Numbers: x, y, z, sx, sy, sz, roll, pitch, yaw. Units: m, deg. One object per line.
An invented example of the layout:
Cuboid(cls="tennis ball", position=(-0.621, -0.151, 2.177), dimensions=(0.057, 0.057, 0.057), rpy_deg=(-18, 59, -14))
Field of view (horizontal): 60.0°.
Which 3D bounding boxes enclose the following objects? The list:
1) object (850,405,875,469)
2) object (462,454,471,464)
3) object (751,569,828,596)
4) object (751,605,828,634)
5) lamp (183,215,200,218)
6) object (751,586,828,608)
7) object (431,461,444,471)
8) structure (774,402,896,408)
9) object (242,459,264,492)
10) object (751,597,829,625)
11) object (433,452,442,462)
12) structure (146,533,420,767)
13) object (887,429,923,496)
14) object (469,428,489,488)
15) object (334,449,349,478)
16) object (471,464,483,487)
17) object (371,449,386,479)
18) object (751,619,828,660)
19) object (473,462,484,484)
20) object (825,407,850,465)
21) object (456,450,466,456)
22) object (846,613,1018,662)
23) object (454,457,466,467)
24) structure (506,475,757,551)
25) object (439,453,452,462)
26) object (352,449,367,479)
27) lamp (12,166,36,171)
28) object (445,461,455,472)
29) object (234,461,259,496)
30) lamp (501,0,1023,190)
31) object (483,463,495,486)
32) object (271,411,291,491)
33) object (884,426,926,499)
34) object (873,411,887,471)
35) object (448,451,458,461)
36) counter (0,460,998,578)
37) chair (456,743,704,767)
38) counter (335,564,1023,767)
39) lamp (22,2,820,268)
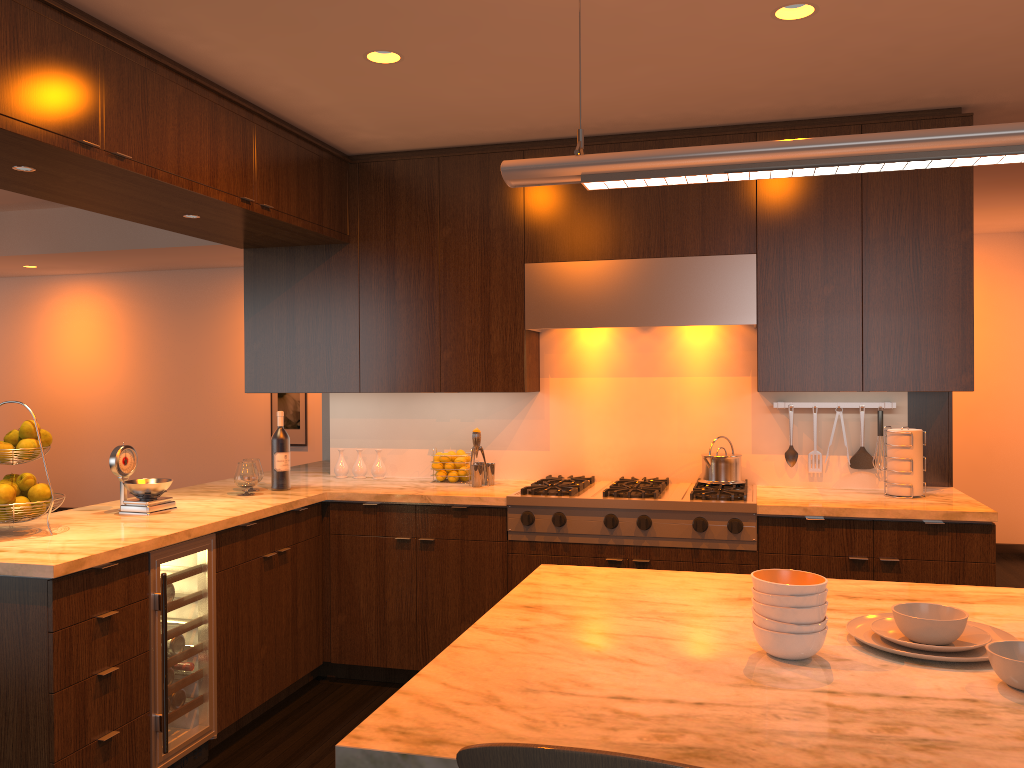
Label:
Cuboid(cls="object", position=(1.633, 0.249, 4.138), dimensions=(0.112, 0.303, 0.036), rpy_deg=(0, 0, 15))
Cuboid(cls="object", position=(-0.237, 0.384, 4.549), dimensions=(0.051, 0.053, 0.063), rpy_deg=(-1, 0, -29))
Cuboid(cls="object", position=(0.523, 0.393, 1.675), dimensions=(0.140, 0.062, 0.139), rpy_deg=(0, 0, 24))
Cuboid(cls="object", position=(0.524, 0.458, 1.676), dimensions=(0.140, 0.068, 0.139), rpy_deg=(0, 0, -2))
Cuboid(cls="lamp", position=(-1.352, -0.708, 3.743), dimensions=(0.068, 0.004, 0.068), rpy_deg=(0, 0, -4))
Cuboid(cls="object", position=(0.524, 0.415, 1.675), dimensions=(0.140, 0.064, 0.139), rpy_deg=(0, 0, -10))
Cuboid(cls="object", position=(-0.378, 0.417, 4.505), dimensions=(0.063, 0.051, 0.053), rpy_deg=(0, 0, 17))
Cuboid(cls="structure", position=(1.510, 0.100, 4.161), dimensions=(0.541, 0.031, 0.048), rpy_deg=(0, 0, 19))
Cuboid(cls="object", position=(-1.239, 0.433, 4.213), dimensions=(0.112, 0.151, 0.112), rpy_deg=(0, 0, 34))
Cuboid(cls="object", position=(0.524, 0.436, 1.675), dimensions=(0.140, 0.062, 0.139), rpy_deg=(0, 0, 15))
Cuboid(cls="object", position=(-0.374, 0.378, 4.533), dimensions=(0.057, 0.060, 0.052), rpy_deg=(0, 0, 36))
Cuboid(cls="structure", position=(0.128, 0.985, 3.867), dimensions=(3.400, 0.862, 3.060), rpy_deg=(0, 0, 15))
Cuboid(cls="object", position=(1.716, 0.341, 3.873), dimensions=(0.144, 0.286, 0.149), rpy_deg=(0, 0, -3))
Cuboid(cls="object", position=(-0.182, 0.356, 4.328), dimensions=(0.101, 0.288, 0.088), rpy_deg=(-1, 1, -45))
Cuboid(cls="object", position=(-0.915, 0.426, 4.757), dimensions=(0.079, 0.154, 0.079), rpy_deg=(0, 0, -2))
Cuboid(cls="object", position=(-0.171, 0.447, 4.318), dimensions=(0.060, 0.106, 0.060), rpy_deg=(-1, 0, -43))
Cuboid(cls="object", position=(-0.706, 0.425, 4.695), dimensions=(0.079, 0.154, 0.079), rpy_deg=(0, 0, -2))
Cuboid(cls="object", position=(0.524, 0.483, 1.676), dimensions=(0.140, 0.059, 0.139), rpy_deg=(0, 0, 7))
Cuboid(cls="object", position=(-0.165, 0.446, 4.437), dimensions=(0.060, 0.106, 0.060), rpy_deg=(-1, 0, -43))
Cuboid(cls="object", position=(1.523, 0.242, 4.152), dimensions=(0.114, 0.271, 0.008), rpy_deg=(0, 0, 15))
Cuboid(cls="object", position=(-0.264, 0.371, 4.610), dimensions=(0.050, 0.060, 0.059), rpy_deg=(-1, 0, -42))
Cuboid(cls="object", position=(0.820, 0.500, 1.740), dimensions=(0.310, 0.021, 0.309), rpy_deg=(0, 0, 15))
Cuboid(cls="object", position=(-0.263, 0.396, 4.497), dimensions=(0.061, 0.052, 0.053), rpy_deg=(-1, 0, -29))
Cuboid(cls="structure", position=(0.591, 0.483, 4.154), dimensions=(1.067, 0.422, 0.824), rpy_deg=(0, 0, 15))
Cuboid(cls="object", position=(-0.337, 0.374, 4.495), dimensions=(0.063, 0.051, 0.053), rpy_deg=(0, 0, 6))
Cuboid(cls="object", position=(-0.812, 0.425, 4.726), dimensions=(0.079, 0.154, 0.079), rpy_deg=(0, 0, -2))
Cuboid(cls="lamp", position=(-1.587, -0.701, 2.884), dimensions=(0.068, 0.004, 0.068), rpy_deg=(0, 0, -4))
Cuboid(cls="object", position=(-0.316, 0.418, 4.498), dimensions=(0.052, 0.053, 0.062), rpy_deg=(0, 0, 20))
Cuboid(cls="object", position=(-1.215, 0.433, 4.061), dimensions=(0.112, 0.151, 0.112), rpy_deg=(0, 0, 34))
Cuboid(cls="lamp", position=(1.179, -0.785, 1.502), dimensions=(2.465, 0.765, 0.120), rpy_deg=(0, 0, 15))
Cuboid(cls="object", position=(-0.112, 0.446, 4.384), dimensions=(0.060, 0.106, 0.060), rpy_deg=(-1, 0, -43))
Cuboid(cls="object", position=(-1.109, 0.318, 4.248), dimensions=(0.094, 0.378, 0.095), rpy_deg=(0, 0, 41))
Cuboid(cls="object", position=(1.711, 0.339, 3.882), dimensions=(0.168, 0.304, 0.160), rpy_deg=(-1, 0, -31))
Cuboid(cls="object", position=(1.704, 0.263, 4.102), dimensions=(0.063, 0.281, 0.063), rpy_deg=(0, 0, -7))
Cuboid(cls="object", position=(-0.308, 0.370, 4.547), dimensions=(0.051, 0.053, 0.063), rpy_deg=(-1, 0, -40))
Cuboid(cls="counter", position=(0.101, 0.521, 3.805), dimensions=(3.616, 0.038, 3.187), rpy_deg=(0, 0, 15))
Cuboid(cls="chair", position=(0.202, 0.909, 1.164), dimensions=(0.520, 1.047, 0.506), rpy_deg=(0, 0, 20))
Cuboid(cls="counter", position=(1.222, 0.528, 1.536), dimensions=(2.711, 0.038, 1.280), rpy_deg=(0, 0, 15))
Cuboid(cls="lamp", position=(-5.207, -1.239, 6.038), dimensions=(16.431, 0.171, 5.868), rpy_deg=(0, 0, 15))
